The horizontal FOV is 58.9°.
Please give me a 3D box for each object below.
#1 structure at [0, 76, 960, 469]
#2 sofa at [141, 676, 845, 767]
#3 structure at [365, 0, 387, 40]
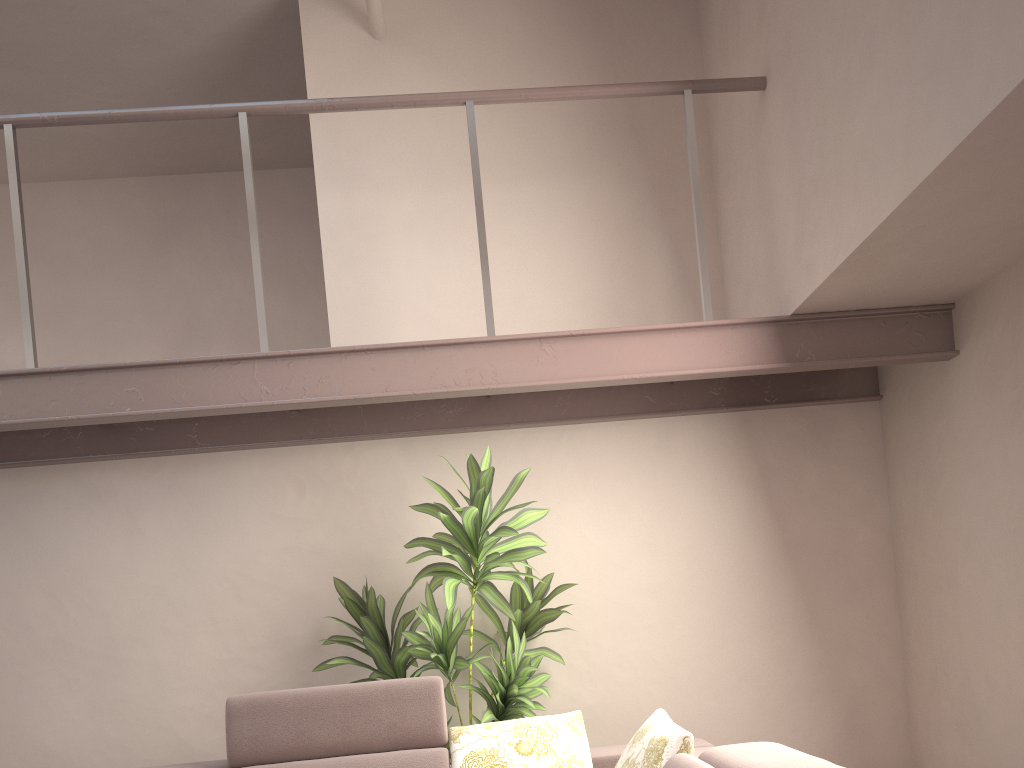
[{"bbox_3d":[-1.652,0.246,2.240,7.147,3.172,3.902,-4,-9,-4],"label":"structure"},{"bbox_3d":[-0.735,1.361,2.478,3.133,0.926,2.239,-4,-13,-4],"label":"sofa"},{"bbox_3d":[-0.565,-2.344,2.280,0.109,0.316,4.285,-5,-15,-4],"label":"structure"}]
